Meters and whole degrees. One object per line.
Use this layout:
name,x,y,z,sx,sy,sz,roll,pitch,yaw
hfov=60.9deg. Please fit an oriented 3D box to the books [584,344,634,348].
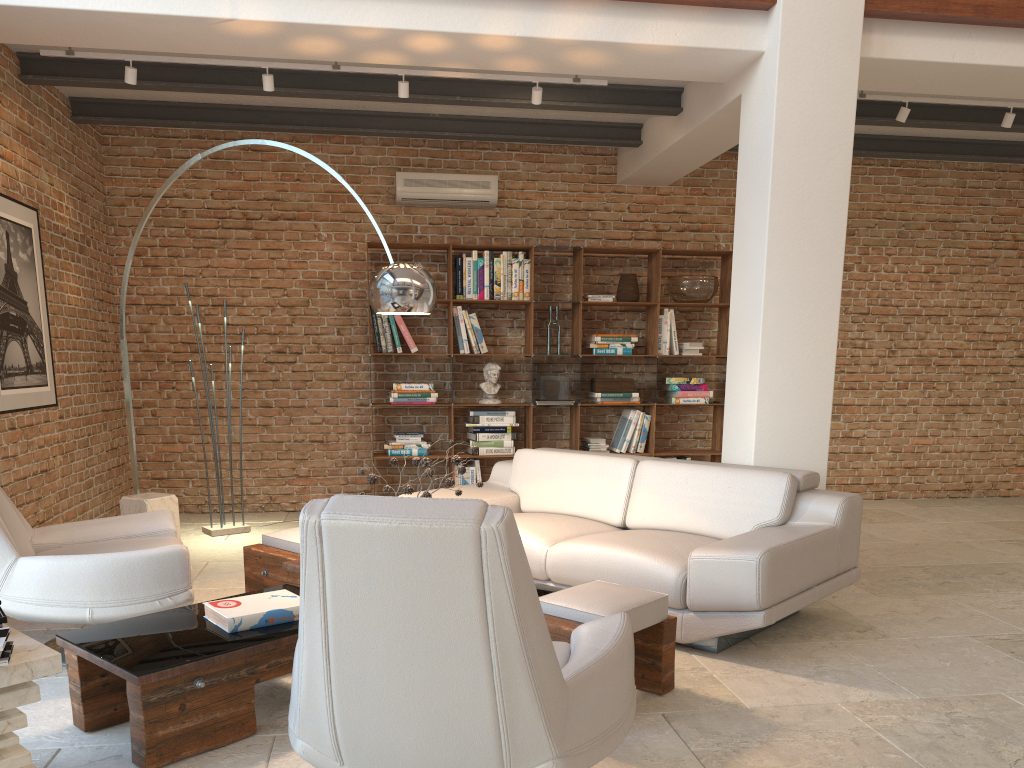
books,0.820,-0.321,7.399,0.379,0.037,0.239,0,2,-9

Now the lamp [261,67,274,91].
lamp,-1.351,-1.683,4.829,0.061,0.124,0.083,-1,9,-7

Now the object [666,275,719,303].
object,1.526,-0.789,7.389,0.435,0.225,0.429,3,4,33

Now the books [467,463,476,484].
books,-0.350,0.857,7.457,0.055,0.338,0.248,-2,8,-9

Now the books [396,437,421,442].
books,-0.870,0.461,7.319,0.206,0.034,0.129,0,2,-9

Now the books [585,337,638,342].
books,0.840,-0.376,7.372,0.379,0.037,0.239,0,2,-15

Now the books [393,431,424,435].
books,-0.864,0.408,7.296,0.252,0.017,0.159,0,2,-9

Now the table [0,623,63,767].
table,-1.576,0.984,2.400,0.489,0.517,0.488,6,9,41

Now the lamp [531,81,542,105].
lamp,0.145,-1.685,5.063,0.061,0.118,0.092,0,8,-2

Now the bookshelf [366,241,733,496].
bookshelf,0.339,0.002,7.373,3.032,2.261,0.353,0,11,-8

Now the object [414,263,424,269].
object,-0.827,-0.829,6.992,0.252,0.291,0.126,0,10,-1

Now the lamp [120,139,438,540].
lamp,-1.261,-0.004,4.486,2.019,2.414,0.311,4,12,27

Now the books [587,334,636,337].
books,0.835,-0.405,7.385,0.355,0.021,0.266,0,2,-10

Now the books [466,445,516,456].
books,-0.180,0.559,7.411,0.379,0.066,0.239,0,2,-14

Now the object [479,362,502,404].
object,-0.181,-0.008,7.302,0.196,0.359,0.188,1,9,7

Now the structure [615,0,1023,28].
structure,2.699,-0.813,0.907,10.149,4.241,13.558,0,2,-9

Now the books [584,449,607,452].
books,0.717,0.570,7.577,0.156,0.008,0.237,0,2,-14

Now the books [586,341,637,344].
books,0.837,-0.348,7.386,0.379,0.019,0.239,0,2,-16

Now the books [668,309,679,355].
books,1.351,-0.441,7.467,0.101,0.394,0.237,-1,9,-9

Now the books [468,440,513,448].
books,-0.184,0.498,7.417,0.362,0.057,0.276,0,2,-6

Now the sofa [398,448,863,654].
sofa,0.540,0.802,4.737,2.306,0.775,1.129,3,5,41

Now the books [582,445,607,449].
books,0.717,0.544,7.572,0.156,0.008,0.237,0,2,-14

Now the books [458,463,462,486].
books,-0.454,0.830,7.450,0.036,0.394,0.237,-2,9,-9

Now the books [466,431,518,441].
books,-0.170,0.438,7.391,0.378,0.066,0.239,0,2,-22

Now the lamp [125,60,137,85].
lamp,-2.064,-1.680,4.720,0.059,0.132,0.084,-8,12,-38

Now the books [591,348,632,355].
books,0.842,-0.274,7.403,0.326,0.057,0.249,0,2,1

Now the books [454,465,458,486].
books,-0.488,0.831,7.429,0.036,0.394,0.237,-2,9,-9

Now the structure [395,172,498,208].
structure,-0.530,-1.568,7.054,0.812,0.225,0.195,0,7,-9

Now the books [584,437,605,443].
books,0.717,0.487,7.561,0.132,0.034,0.201,0,2,-14

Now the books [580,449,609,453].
books,0.722,0.584,7.588,0.170,0.019,0.232,0,2,-21

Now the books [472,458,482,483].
books,-0.291,0.828,7.482,0.079,0.395,0.237,-1,9,-9

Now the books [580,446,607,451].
books,0.705,0.557,7.569,0.162,0.017,0.247,0,2,-14

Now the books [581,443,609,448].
books,0.723,0.531,7.577,0.170,0.019,0.231,0,2,-16

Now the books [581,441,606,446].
books,0.705,0.513,7.560,0.162,0.017,0.247,0,2,-9

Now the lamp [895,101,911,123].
lamp,2.421,-1.676,5.394,0.059,0.132,0.084,-8,12,-38

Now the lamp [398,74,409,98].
lamp,-0.615,-1.679,4.940,0.061,0.132,0.083,-1,9,-7

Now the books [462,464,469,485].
books,-0.407,0.858,7.455,0.057,0.338,0.248,-2,8,-9

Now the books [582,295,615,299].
books,0.713,-0.722,7.247,0.236,0.019,0.167,0,2,-16

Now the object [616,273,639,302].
object,0.966,-0.794,7.261,0.191,0.239,0.191,6,10,38

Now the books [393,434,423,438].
books,-0.876,0.434,7.320,0.236,0.019,0.167,0,2,-16

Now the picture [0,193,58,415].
picture,-2.833,-0.449,4.986,0.027,1.227,0.888,-2,8,-9

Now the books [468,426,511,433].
books,-0.195,0.377,7.363,0.326,0.057,0.249,0,2,-14

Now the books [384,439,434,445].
books,-0.865,0.488,7.302,0.379,0.019,0.239,0,2,-16

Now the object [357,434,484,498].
object,-0.352,0.509,3.684,0.537,0.623,0.311,-5,11,-37

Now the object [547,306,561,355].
object,0.348,-0.445,7.246,0.121,0.410,0.060,-1,11,-6

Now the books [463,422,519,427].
books,-0.180,0.338,7.370,0.444,0.021,0.266,0,2,-9

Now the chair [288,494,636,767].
chair,-0.176,0.741,2.346,1.026,1.043,0.948,1,7,8

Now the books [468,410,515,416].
books,-0.178,0.243,7.364,0.379,0.037,0.239,0,2,-9

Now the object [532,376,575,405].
object,0.341,0.051,7.367,0.335,0.239,0.277,0,6,-9

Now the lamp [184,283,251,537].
lamp,-2.147,0.209,6.394,0.413,1.869,0.195,-8,14,-37

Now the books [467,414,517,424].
books,-0.175,0.295,7.380,0.379,0.066,0.239,0,2,-14

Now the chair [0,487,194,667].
chair,-1.953,0.693,3.831,0.979,1.025,1.005,-3,7,-24

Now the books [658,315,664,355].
books,1.225,-0.412,7.432,0.055,0.338,0.248,-2,8,-9

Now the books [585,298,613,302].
books,0.720,-0.695,7.247,0.206,0.034,0.129,0,2,-9

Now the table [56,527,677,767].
table,-0.705,0.993,3.577,2.183,0.440,1.947,2,3,42

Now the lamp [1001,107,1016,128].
lamp,3.135,-1.675,5.504,0.061,0.132,0.083,-1,9,-7
